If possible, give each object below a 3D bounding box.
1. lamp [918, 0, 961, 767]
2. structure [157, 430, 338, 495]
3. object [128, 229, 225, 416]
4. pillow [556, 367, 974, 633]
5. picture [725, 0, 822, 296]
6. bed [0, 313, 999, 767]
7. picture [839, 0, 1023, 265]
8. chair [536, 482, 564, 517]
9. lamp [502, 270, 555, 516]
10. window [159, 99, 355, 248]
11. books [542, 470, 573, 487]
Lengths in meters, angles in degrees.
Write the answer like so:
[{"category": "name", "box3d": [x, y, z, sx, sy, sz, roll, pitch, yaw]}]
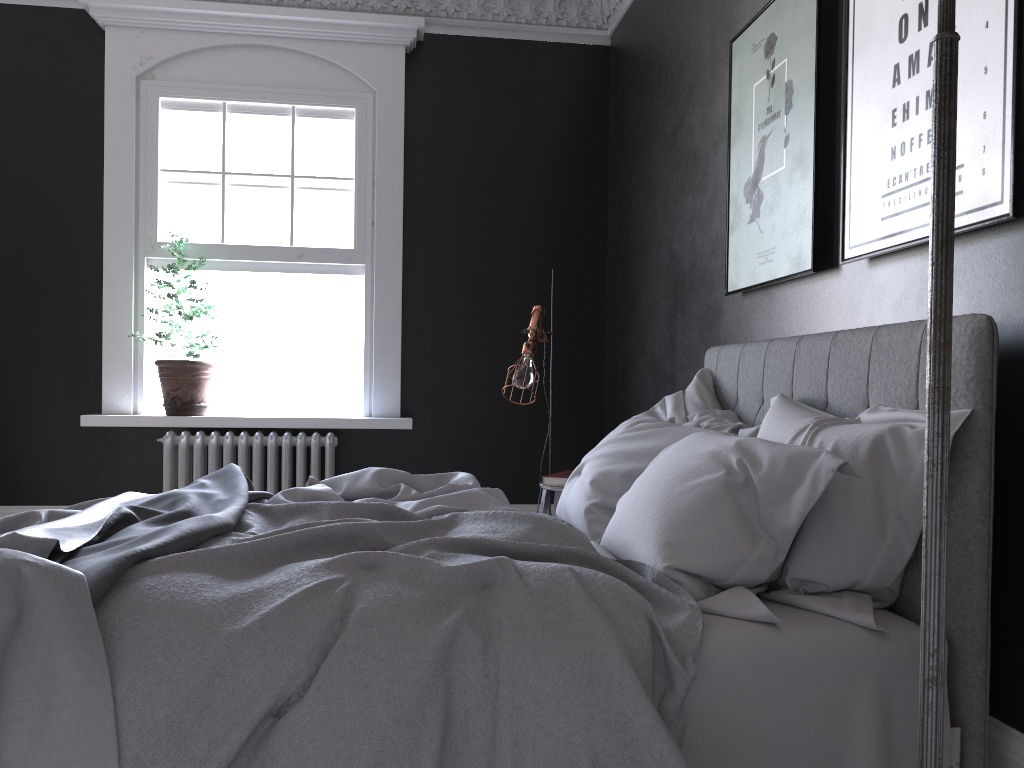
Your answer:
[{"category": "lamp", "box3d": [0.631, -0.089, 1.307, 0.772, 2.412, 0.986, 1, 1, 25]}, {"category": "structure", "box3d": [-1.620, 0.716, 5.516, 1.141, 0.849, 0.276, 1, 1, -8]}, {"category": "object", "box3d": [-2.046, -0.370, 5.505, 0.474, 1.134, 0.505, 1, 1, 32]}, {"category": "pillow", "box3d": [0.580, 0.296, 2.876, 0.680, 0.760, 1.830, 1, 0, -8]}, {"category": "picture", "box3d": [0.975, -0.915, 3.376, 0.014, 1.079, 0.791, 1, 0, -8]}, {"category": "bed", "box3d": [-0.532, 0.464, 2.784, 3.283, 1.298, 2.765, 1, 0, -19]}, {"category": "picture", "box3d": [1.108, -0.919, 2.415, 0.014, 1.079, 0.791, 1, 0, -8]}, {"category": "chair", "box3d": [0.323, 0.802, 4.140, 0.613, 0.673, 0.613, 1, 0, 36]}, {"category": "lamp", "box3d": [0.339, 0.250, 5.203, 0.437, 1.779, 1.718, 1, 0, 30]}, {"category": "window", "box3d": [-1.626, -1.304, 5.697, 1.263, 1.017, 0.056, 1, 1, -8]}, {"category": "books", "box3d": [0.329, 0.443, 4.123, 0.275, 0.045, 0.346, 1, 0, 22]}]
